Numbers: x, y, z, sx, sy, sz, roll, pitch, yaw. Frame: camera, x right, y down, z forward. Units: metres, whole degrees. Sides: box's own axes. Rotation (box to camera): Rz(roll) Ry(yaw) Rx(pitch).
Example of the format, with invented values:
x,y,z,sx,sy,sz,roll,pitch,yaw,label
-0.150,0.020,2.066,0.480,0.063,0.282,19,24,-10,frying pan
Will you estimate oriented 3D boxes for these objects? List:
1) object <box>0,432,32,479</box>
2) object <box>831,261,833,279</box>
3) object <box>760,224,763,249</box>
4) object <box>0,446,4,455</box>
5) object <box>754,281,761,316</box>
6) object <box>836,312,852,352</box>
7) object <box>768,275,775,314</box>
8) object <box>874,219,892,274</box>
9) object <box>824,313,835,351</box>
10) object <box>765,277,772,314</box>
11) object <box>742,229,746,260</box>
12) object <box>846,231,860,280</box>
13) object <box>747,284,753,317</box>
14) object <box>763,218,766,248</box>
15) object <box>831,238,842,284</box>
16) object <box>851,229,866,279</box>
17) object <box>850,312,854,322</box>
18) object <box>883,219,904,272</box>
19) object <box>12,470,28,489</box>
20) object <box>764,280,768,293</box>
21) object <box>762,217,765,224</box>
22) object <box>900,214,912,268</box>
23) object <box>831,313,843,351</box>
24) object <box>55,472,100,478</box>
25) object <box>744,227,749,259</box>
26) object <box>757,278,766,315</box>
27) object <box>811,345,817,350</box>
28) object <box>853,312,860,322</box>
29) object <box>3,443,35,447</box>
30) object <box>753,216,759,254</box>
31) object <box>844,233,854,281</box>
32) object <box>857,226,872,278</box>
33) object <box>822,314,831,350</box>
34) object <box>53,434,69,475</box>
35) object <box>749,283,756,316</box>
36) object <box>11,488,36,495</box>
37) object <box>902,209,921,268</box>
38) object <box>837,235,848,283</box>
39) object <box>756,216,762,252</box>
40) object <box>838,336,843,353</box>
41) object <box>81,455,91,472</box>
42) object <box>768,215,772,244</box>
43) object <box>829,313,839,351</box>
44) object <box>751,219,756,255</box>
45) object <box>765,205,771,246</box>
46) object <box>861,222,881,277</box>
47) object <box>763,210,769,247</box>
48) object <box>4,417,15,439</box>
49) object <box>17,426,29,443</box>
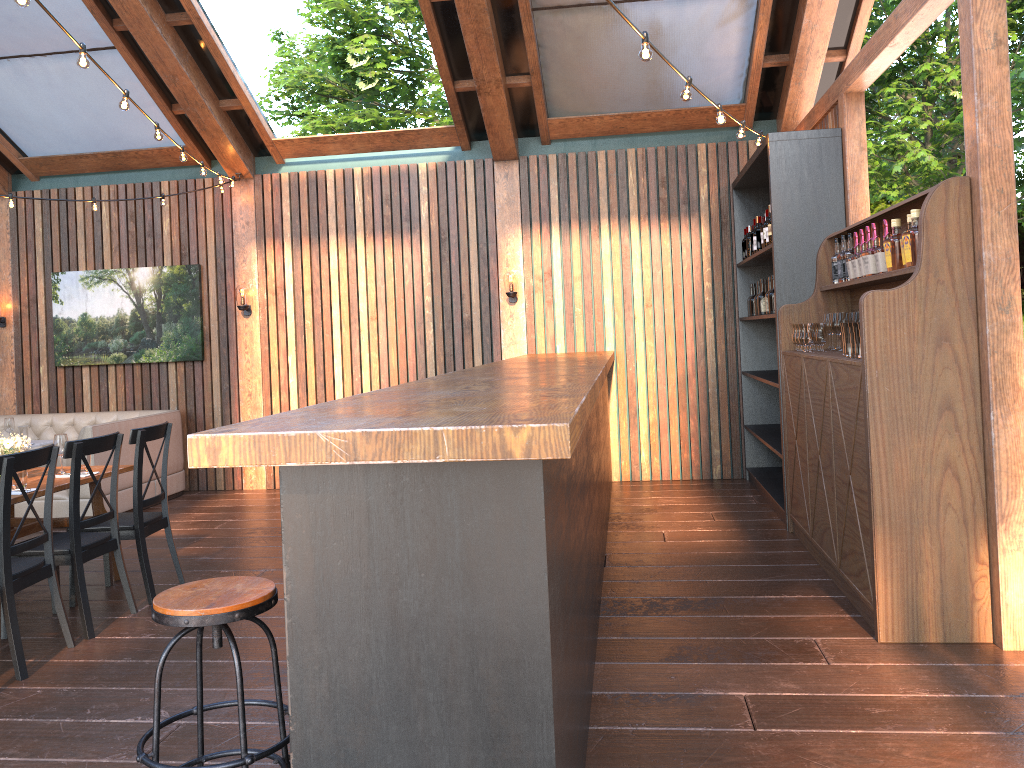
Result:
x,y,z,sx,sy,sz,roll,pitch,yaw,label
-3.009,0.428,5.209,0.329,0.309,0.336,-3,2,-27,object
2.255,-0.837,6.095,0.094,0.318,0.094,-3,0,8,object
2.089,-1.227,7.184,0.136,0.316,0.136,-2,0,-31,object
-2.873,0.470,4.921,0.092,0.245,0.092,-2,0,-40,object
2.176,-0.752,7.775,0.094,0.309,0.094,-3,0,29,object
2.073,-0.325,5.517,0.092,0.245,0.092,-2,0,-18,object
2.053,-0.700,6.931,0.094,0.309,0.094,-2,0,-27,object
2.092,-0.761,4.918,0.138,0.311,0.138,-3,0,12,object
2.108,-0.344,5.833,0.092,0.245,0.092,-3,0,27,object
2.094,-0.714,7.159,0.094,0.309,0.094,-3,0,5,object
2.251,-1.303,8.334,0.170,0.325,0.081,-3,0,-7,object
2.168,-0.798,5.539,0.138,0.311,0.138,-3,0,12,object
2.236,-0.780,8.237,0.094,0.309,0.094,-3,0,12,object
2.045,-1.214,7.077,0.075,0.303,0.075,-2,-1,-10,object
2.215,-0.830,5.995,0.094,0.318,0.094,-3,0,23,object
2.144,-0.788,5.384,0.138,0.311,0.138,-3,0,7,object
2.194,-0.338,5.645,0.092,0.245,0.092,-2,0,-18,object
2.058,-0.737,4.729,0.109,0.288,0.176,-3,0,3,object
-2.776,0.505,4.986,0.091,0.158,0.092,-2,0,34,object
2.177,-0.741,7.578,0.094,0.309,0.094,-3,0,34,object
2.110,-1.239,7.385,0.078,0.312,0.078,-3,-1,3,object
2.055,-0.726,4.533,0.109,0.288,0.176,-3,0,13,object
2.078,-0.331,5.623,0.092,0.245,0.092,-2,0,-18,object
-2.667,0.549,5.387,0.255,0.019,0.158,-2,3,8,object
2.154,-1.277,8.058,0.077,0.309,0.077,-2,-1,-14,object
2.096,-0.727,7.394,0.094,0.309,0.094,-2,0,-11,object
2.062,-0.327,6.087,0.070,0.185,0.070,-3,0,12,object
2.185,-0.332,5.544,0.092,0.245,0.092,-2,0,-18,object
-4.451,0.543,7.952,0.255,0.019,0.158,-2,3,8,object
2.084,-1.253,7.482,0.087,0.334,0.087,-2,0,-12,object
2.189,-0.812,5.688,0.094,0.318,0.094,-3,0,18,object
2.118,-0.779,5.227,0.138,0.311,0.138,-3,0,12,object
2.129,-0.351,5.944,0.092,0.245,0.092,-3,0,27,object
-2.804,0.435,5.504,0.092,0.245,0.092,-2,0,-40,object
2.233,-0.774,8.146,0.094,0.309,0.094,-2,0,-27,object
-2.737,0.583,4.816,0.255,0.019,0.158,-2,3,8,object
1.990,-0.713,4.346,0.109,0.288,0.176,-3,0,3,object
2.185,-0.817,5.794,0.094,0.318,0.094,-3,0,3,object
2.054,-1.231,7.302,0.077,0.309,0.077,-2,-1,-14,object
2.029,-0.239,5.336,0.124,0.096,0.124,-2,2,19,object
-2.700,0.470,5.573,0.091,0.158,0.092,-2,0,34,object
1.959,-1.191,6.635,0.078,0.312,0.078,-3,-1,3,object
2.102,-0.338,5.723,0.092,0.245,0.092,-2,0,-18,object
2.091,-1.255,7.584,0.081,0.324,0.081,-2,-1,-14,object
1.996,-1.213,6.811,0.087,0.334,0.087,-2,0,-12,object
2.092,-0.769,5.078,0.138,0.311,0.138,-2,0,2,object
1.997,-1.204,6.896,0.077,0.307,0.077,-3,-1,24,object
-4.579,0.430,8.064,0.092,0.245,0.092,-2,0,-40,object
-4.482,0.466,8.117,0.092,0.158,0.092,-3,0,-6,object
